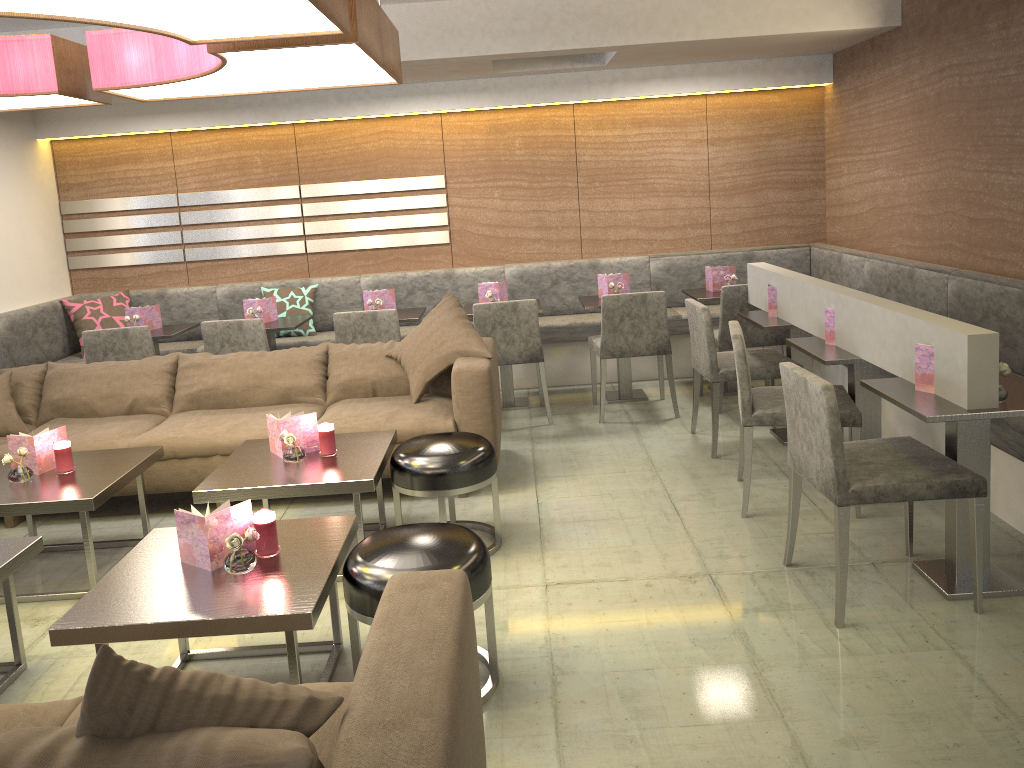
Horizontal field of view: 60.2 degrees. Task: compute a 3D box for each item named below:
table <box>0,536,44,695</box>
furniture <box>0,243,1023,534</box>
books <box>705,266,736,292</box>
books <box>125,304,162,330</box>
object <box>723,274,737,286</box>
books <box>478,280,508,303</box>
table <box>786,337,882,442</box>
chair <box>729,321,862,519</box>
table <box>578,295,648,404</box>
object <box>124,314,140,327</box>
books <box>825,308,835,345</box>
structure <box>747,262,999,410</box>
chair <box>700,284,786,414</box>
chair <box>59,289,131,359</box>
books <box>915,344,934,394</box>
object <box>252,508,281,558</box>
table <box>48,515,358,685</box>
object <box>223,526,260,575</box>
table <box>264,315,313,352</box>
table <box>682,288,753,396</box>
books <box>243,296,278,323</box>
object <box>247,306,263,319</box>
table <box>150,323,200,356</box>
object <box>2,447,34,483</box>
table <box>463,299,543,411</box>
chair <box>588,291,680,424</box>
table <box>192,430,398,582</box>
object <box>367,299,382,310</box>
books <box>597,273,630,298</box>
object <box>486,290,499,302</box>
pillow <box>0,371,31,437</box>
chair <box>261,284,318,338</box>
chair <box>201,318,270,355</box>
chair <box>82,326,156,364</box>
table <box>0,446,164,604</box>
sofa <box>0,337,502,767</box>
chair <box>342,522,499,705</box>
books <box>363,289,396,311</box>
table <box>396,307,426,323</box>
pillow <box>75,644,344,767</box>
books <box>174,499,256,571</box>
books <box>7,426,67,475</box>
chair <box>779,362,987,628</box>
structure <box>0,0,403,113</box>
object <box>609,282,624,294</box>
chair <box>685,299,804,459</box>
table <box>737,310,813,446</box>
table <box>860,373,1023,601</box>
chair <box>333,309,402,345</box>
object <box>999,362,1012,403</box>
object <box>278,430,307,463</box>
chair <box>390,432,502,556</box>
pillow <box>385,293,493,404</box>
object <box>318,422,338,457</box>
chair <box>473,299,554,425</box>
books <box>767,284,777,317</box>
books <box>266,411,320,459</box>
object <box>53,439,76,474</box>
[{"bbox_3d":[-1.825,0.785,2.553,0.657,0.407,0.666,-4,11,1],"label":"table"},{"bbox_3d":[-0.443,0.018,4.545,5.646,0.843,4.315,-4,12,1],"label":"furniture"},{"bbox_3d":[1.364,-0.690,5.778,0.157,0.162,0.145,-5,10,-4],"label":"books"},{"bbox_3d":[-2.416,-0.431,5.799,0.143,0.162,0.159,0,11,20],"label":"books"},{"bbox_3d":[1.373,-0.638,5.608,0.100,0.124,0.098,-10,11,-29],"label":"object"},{"bbox_3d":[-0.123,-0.587,5.781,0.143,0.162,0.159,0,11,20],"label":"books"},{"bbox_3d":[1.510,0.154,3.782,0.506,0.647,0.512,-4,10,1],"label":"table"},{"bbox_3d":[1.195,0.123,3.777,0.492,0.753,0.483,-2,10,13],"label":"chair"},{"bbox_3d":[0.722,-0.231,5.744,0.506,0.647,0.512,-4,10,1],"label":"table"},{"bbox_3d":[-2.408,-0.380,5.636,0.095,0.124,0.108,5,14,43],"label":"object"},{"bbox_3d":[1.449,-0.249,3.780,0.158,0.162,0.144,-11,12,-34],"label":"books"},{"bbox_3d":[1.416,-0.312,3.893,0.095,0.229,2.523,-4,13,1],"label":"structure"},{"bbox_3d":[1.420,-0.262,5.427,0.477,0.753,0.498,-4,10,-2],"label":"chair"},{"bbox_3d":[-2.861,-0.424,6.232,0.296,0.422,0.496,5,14,43],"label":"chair"},{"bbox_3d":[1.442,-0.054,2.913,0.158,0.162,0.144,-10,12,-29],"label":"books"},{"bbox_3d":[-0.714,0.431,2.565,0.076,0.127,0.076,-11,12,-36],"label":"object"},{"bbox_3d":[-0.810,0.715,2.546,0.657,0.407,0.666,-4,11,1],"label":"table"},{"bbox_3d":[-0.737,0.450,2.498,0.095,0.124,0.196,2,13,31],"label":"object"},{"bbox_3d":[-1.571,-0.074,5.762,0.506,0.647,0.512,-4,10,1],"label":"table"},{"bbox_3d":[1.416,-0.278,5.739,0.506,0.647,0.512,-4,10,1],"label":"table"},{"bbox_3d":[-1.647,-0.483,5.793,0.143,0.162,0.159,0,11,20],"label":"books"},{"bbox_3d":[-1.644,-0.434,5.637,0.092,0.124,0.111,2,12,33],"label":"object"},{"bbox_3d":[-2.336,-0.022,5.768,0.506,0.647,0.512,-4,10,1],"label":"table"},{"bbox_3d":[-1.929,0.316,3.452,0.103,0.130,0.092,-11,12,-34],"label":"object"},{"bbox_3d":[-0.042,-0.179,5.750,0.506,0.647,0.512,-4,10,1],"label":"table"},{"bbox_3d":[0.725,-0.204,5.387,0.477,0.753,0.498,-4,10,0],"label":"chair"},{"bbox_3d":[-0.812,0.493,3.537,0.657,0.407,0.666,-4,11,1],"label":"table"},{"bbox_3d":[-0.870,-0.485,5.625,0.095,0.124,0.102,-11,12,-35],"label":"object"},{"bbox_3d":[0.665,-0.641,5.775,0.158,0.162,0.144,-8,11,-19],"label":"books"},{"bbox_3d":[-0.118,-0.537,5.622,0.095,0.124,0.106,-4,10,1],"label":"object"},{"bbox_3d":[-2.587,0.132,4.303,0.236,0.319,0.384,6,15,44],"label":"pillow"},{"bbox_3d":[-1.608,-0.513,6.383,0.426,0.391,0.222,-4,9,1],"label":"chair"},{"bbox_3d":[-1.585,-0.054,5.437,0.477,0.753,0.498,-3,10,7],"label":"chair"},{"bbox_3d":[-2.316,-0.001,5.430,0.477,0.753,0.498,-5,10,-7],"label":"chair"},{"bbox_3d":[-1.827,0.563,3.545,0.657,0.407,0.666,-4,11,1],"label":"table"},{"bbox_3d":[-1.645,0.539,3.006,3.178,0.667,3.818,-4,12,1],"label":"sofa"},{"bbox_3d":[-0.263,0.656,2.553,0.422,0.445,0.428,-5,10,-3],"label":"chair"},{"bbox_3d":[-0.866,-0.536,5.787,0.158,0.162,0.144,-11,12,-34],"label":"books"},{"bbox_3d":[-0.807,-0.126,5.756,0.506,0.647,0.512,-4,10,1],"label":"table"},{"bbox_3d":[-0.544,0.547,1.459,0.532,0.400,0.282,-6,10,-11],"label":"pillow"},{"bbox_3d":[-0.860,0.428,2.568,0.143,0.162,0.159,3,13,35],"label":"books"},{"bbox_3d":[-1.932,0.269,3.614,0.143,0.162,0.159,0,11,20],"label":"books"},{"bbox_3d":[1.196,0.315,2.922,0.492,0.753,0.483,-4,10,-2],"label":"chair"},{"bbox_3d":[-1.712,-1.268,2.646,2.446,0.611,2.476,-4,12,1],"label":"structure"},{"bbox_3d":[0.670,-0.589,5.609,0.106,0.124,0.094,2,12,32],"label":"object"},{"bbox_3d":[1.200,-0.065,4.618,0.492,0.753,0.483,-4,10,-1],"label":"chair"},{"bbox_3d":[1.508,-0.036,4.631,0.506,0.647,0.512,-4,10,1],"label":"table"},{"bbox_3d":[1.511,0.343,2.933,0.506,0.647,0.512,-4,10,1],"label":"table"},{"bbox_3d":[-0.821,-0.105,5.424,0.477,0.753,0.498,-4,10,3],"label":"chair"},{"bbox_3d":[1.495,-0.008,2.755,0.101,0.124,0.100,6,14,44],"label":"object"},{"bbox_3d":[-0.857,0.240,3.462,0.096,0.127,0.107,-12,13,-39],"label":"object"},{"bbox_3d":[-0.265,0.435,3.543,0.424,0.445,0.427,-7,11,-18],"label":"chair"},{"bbox_3d":[-0.360,-0.185,4.377,0.620,0.507,0.302,-1,10,14],"label":"pillow"},{"bbox_3d":[-0.736,0.218,3.520,0.076,0.127,0.076,-11,12,-36],"label":"object"},{"bbox_3d":[-0.032,-0.157,5.412,0.477,0.753,0.498,-5,10,-3],"label":"chair"},{"bbox_3d":[1.422,-0.438,4.633,0.157,0.162,0.145,-1,11,15],"label":"books"},{"bbox_3d":[-0.892,0.198,3.603,0.158,0.162,0.144,-11,12,-34],"label":"books"},{"bbox_3d":[-1.793,0.289,3.535,0.076,0.127,0.076,-9,11,-26],"label":"object"}]
